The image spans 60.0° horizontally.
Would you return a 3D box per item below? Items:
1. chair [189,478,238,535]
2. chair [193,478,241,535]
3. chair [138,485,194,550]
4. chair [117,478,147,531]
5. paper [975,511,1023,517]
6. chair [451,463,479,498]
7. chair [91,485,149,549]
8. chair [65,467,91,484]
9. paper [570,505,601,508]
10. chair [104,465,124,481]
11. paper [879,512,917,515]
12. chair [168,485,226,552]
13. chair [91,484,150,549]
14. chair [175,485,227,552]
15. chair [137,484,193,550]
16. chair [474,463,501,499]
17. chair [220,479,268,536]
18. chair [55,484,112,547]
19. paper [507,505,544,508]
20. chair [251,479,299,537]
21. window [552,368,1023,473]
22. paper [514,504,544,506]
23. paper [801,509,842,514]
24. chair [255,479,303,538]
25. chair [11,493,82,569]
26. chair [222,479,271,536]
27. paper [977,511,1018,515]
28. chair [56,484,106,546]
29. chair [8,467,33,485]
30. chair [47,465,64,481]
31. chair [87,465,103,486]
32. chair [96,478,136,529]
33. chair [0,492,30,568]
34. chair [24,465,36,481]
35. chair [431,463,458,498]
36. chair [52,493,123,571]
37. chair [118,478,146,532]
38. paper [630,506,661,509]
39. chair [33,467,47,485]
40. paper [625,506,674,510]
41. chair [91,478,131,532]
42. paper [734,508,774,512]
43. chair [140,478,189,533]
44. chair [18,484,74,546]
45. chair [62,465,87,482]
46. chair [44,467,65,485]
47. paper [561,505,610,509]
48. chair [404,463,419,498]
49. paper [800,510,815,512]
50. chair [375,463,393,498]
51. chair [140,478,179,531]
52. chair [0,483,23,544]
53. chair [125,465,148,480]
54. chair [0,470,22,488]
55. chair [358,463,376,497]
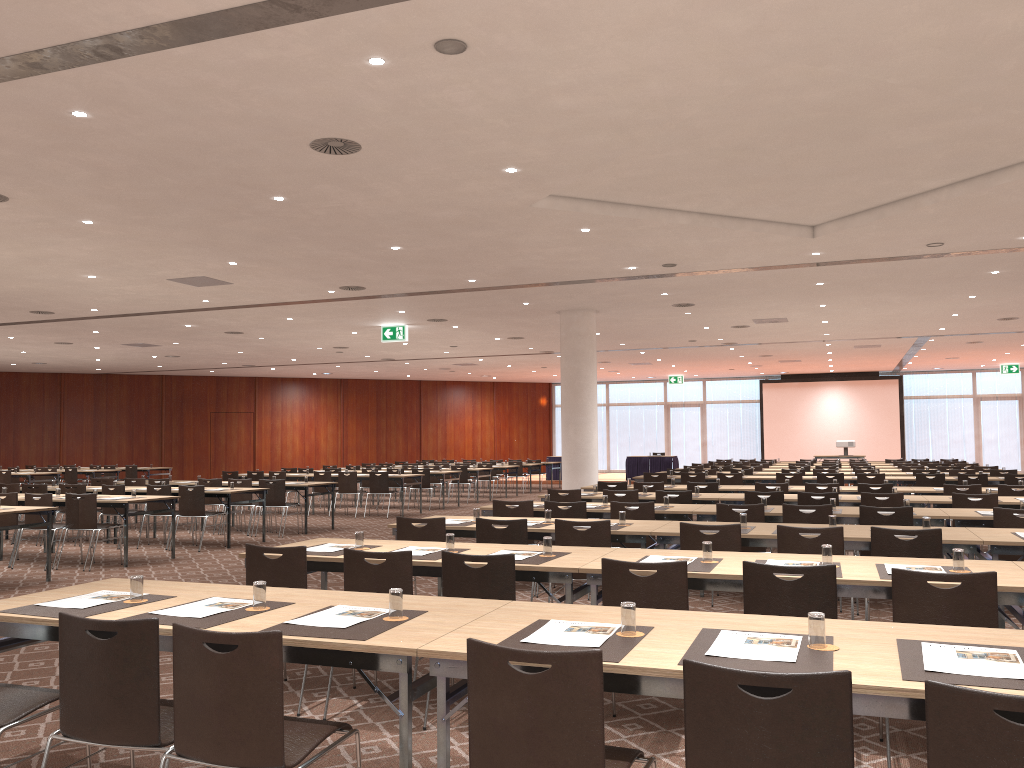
[{"bbox_3d":[-5.167,2.100,15.377,0.536,0.939,0.614,-2,-3,23],"label":"chair"},{"bbox_3d":[-5.104,2.098,15.354,0.536,0.939,0.614,-2,-3,19],"label":"chair"},{"bbox_3d":[-5.165,1.965,13.247,0.536,0.939,0.614,-2,-3,20],"label":"chair"},{"bbox_3d":[-6.620,2.145,15.869,0.536,0.939,0.614,-2,-3,20],"label":"chair"},{"bbox_3d":[4.474,1.175,8.014,0.460,0.003,0.566,-2,-4,20],"label":"paper"},{"bbox_3d":[-1.271,2.608,24.009,0.536,0.939,0.614,-2,-3,22],"label":"chair"},{"bbox_3d":[-5.910,1.982,13.398,0.536,0.939,0.614,-2,-3,22],"label":"chair"},{"bbox_3d":[-11.585,2.680,23.561,0.536,0.939,0.614,-2,-3,22],"label":"chair"},{"bbox_3d":[0.784,1.297,9.438,0.283,0.006,0.398,-2,-4,19],"label":"paper"},{"bbox_3d":[-11.522,2.813,25.668,0.536,0.939,0.614,-2,-3,21],"label":"chair"},{"bbox_3d":[3.533,1.206,8.354,0.460,0.003,0.566,-2,-4,19],"label":"paper"},{"bbox_3d":[-4.601,1.943,12.993,0.536,0.939,0.614,-2,-3,19],"label":"chair"},{"bbox_3d":[-5.901,1.981,13.395,0.536,0.939,0.614,-2,-3,20],"label":"chair"},{"bbox_3d":[-4.560,1.942,12.978,0.536,0.939,0.614,-2,-3,23],"label":"chair"},{"bbox_3d":[-5.170,1.965,13.249,0.535,0.939,0.614,-2,-3,17],"label":"chair"},{"bbox_3d":[-0.654,2.582,23.695,0.536,0.939,0.614,-2,-3,22],"label":"chair"},{"bbox_3d":[-4.554,2.077,15.106,0.536,0.939,0.614,-2,-3,18],"label":"chair"},{"bbox_3d":[-6.662,2.014,13.800,0.536,0.939,0.614,-2,-3,23],"label":"chair"},{"bbox_3d":[0.204,1.316,9.581,0.460,0.003,0.566,-2,-4,20],"label":"paper"},{"bbox_3d":[-3.947,2.052,14.803,0.536,0.939,0.614,-2,-3,18],"label":"chair"},{"bbox_3d":[12.521,1.542,34.507,22.963,3.870,0.217,-2,-3,20],"label":"window"},{"bbox_3d":[0.194,1.317,9.662,0.283,0.006,0.398,-2,-4,21],"label":"paper"},{"bbox_3d":[2.934,1.224,8.550,0.460,0.003,0.566,-2,-4,21],"label":"paper"},{"bbox_3d":[-3.872,2.049,14.775,0.536,0.939,0.614,-2,-3,19],"label":"chair"},{"bbox_3d":[-5.888,1.846,11.260,0.536,0.939,0.614,-2,-3,17],"label":"chair"},{"bbox_3d":[-4.507,2.075,15.088,0.536,0.939,0.614,-2,-3,21],"label":"chair"},{"bbox_3d":[4.425,1.176,8.086,0.283,0.006,0.398,-2,-4,19],"label":"paper"},{"bbox_3d":[-6.780,2.018,13.844,0.536,0.939,0.614,-2,-3,20],"label":"chair"},{"bbox_3d":[-13.599,2.755,24.437,0.536,0.939,0.614,-2,-3,21],"label":"chair"},{"bbox_3d":[-13.625,2.891,26.576,0.536,0.939,0.614,-2,-3,17],"label":"chair"},{"bbox_3d":[-12.100,2.840,26.013,0.536,0.939,0.614,-2,-3,20],"label":"chair"},{"bbox_3d":[-7.222,2.160,16.013,0.536,0.939,0.614,-2,-3,22],"label":"chair"},{"bbox_3d":[-6.486,1.871,11.560,0.536,0.939,0.614,-2,-3,18],"label":"chair"},{"bbox_3d":[-14.313,2.900,26.622,0.535,0.939,0.614,-2,-3,22],"label":"chair"},{"bbox_3d":[-1.834,2.631,24.281,0.536,0.939,0.614,-2,-3,21],"label":"chair"},{"bbox_3d":[-5.343,1.836,11.183,0.536,0.939,0.614,-2,-3,22],"label":"chair"},{"bbox_3d":[-6.651,2.146,15.880,0.536,0.939,0.614,-2,-3,20],"label":"chair"},{"bbox_3d":[1.376,1.276,9.201,0.283,0.006,0.398,-2,-4,21],"label":"paper"},{"bbox_3d":[-12.684,2.725,24.099,0.536,0.939,0.614,-2,-3,21],"label":"chair"},{"bbox_3d":[1.397,1.276,9.144,0.460,0.003,0.566,-2,-4,20],"label":"paper"},{"bbox_3d":[-7.331,2.164,16.053,0.536,0.939,0.614,-2,-3,23],"label":"chair"},{"bbox_3d":[2.341,1.245,8.795,0.460,0.003,0.566,-2,-4,21],"label":"paper"},{"bbox_3d":[-6.111,2.123,15.602,0.536,0.939,0.614,-2,-3,20],"label":"chair"},{"bbox_3d":[-7.316,2.028,13.918,0.536,0.939,0.614,-2,-3,22],"label":"chair"},{"bbox_3d":[-12.956,2.860,26.198,0.536,0.939,0.614,-2,-3,21],"label":"chair"},{"bbox_3d":[-12.209,2.696,23.714,0.536,0.939,0.614,-2,-3,21],"label":"chair"},{"bbox_3d":[0.809,1.296,9.367,0.460,0.003,0.566,-2,-4,21],"label":"paper"},{"bbox_3d":[-2.733,2.657,24.550,0.535,0.939,0.614,-2,-3,17],"label":"chair"},{"bbox_3d":[2.921,1.226,8.642,0.283,0.006,0.398,-2,-4,18],"label":"paper"},{"bbox_3d":[-3.430,2.674,24.721,0.536,0.939,0.614,-2,-3,23],"label":"chair"},{"bbox_3d":[-6.110,2.123,15.602,0.536,0.939,0.614,-2,-3,17],"label":"chair"},{"bbox_3d":[-7.952,2.054,14.231,0.536,0.939,0.614,-2,-3,19],"label":"chair"},{"bbox_3d":[-10.850,2.799,25.551,0.536,0.939,0.614,-2,-3,21],"label":"chair"},{"bbox_3d":[-12.256,2.567,21.679,0.536,0.939,0.614,-2,-3,23],"label":"chair"},{"bbox_3d":[-3.979,2.702,25.073,0.536,0.939,0.614,-2,-3,18],"label":"chair"}]
